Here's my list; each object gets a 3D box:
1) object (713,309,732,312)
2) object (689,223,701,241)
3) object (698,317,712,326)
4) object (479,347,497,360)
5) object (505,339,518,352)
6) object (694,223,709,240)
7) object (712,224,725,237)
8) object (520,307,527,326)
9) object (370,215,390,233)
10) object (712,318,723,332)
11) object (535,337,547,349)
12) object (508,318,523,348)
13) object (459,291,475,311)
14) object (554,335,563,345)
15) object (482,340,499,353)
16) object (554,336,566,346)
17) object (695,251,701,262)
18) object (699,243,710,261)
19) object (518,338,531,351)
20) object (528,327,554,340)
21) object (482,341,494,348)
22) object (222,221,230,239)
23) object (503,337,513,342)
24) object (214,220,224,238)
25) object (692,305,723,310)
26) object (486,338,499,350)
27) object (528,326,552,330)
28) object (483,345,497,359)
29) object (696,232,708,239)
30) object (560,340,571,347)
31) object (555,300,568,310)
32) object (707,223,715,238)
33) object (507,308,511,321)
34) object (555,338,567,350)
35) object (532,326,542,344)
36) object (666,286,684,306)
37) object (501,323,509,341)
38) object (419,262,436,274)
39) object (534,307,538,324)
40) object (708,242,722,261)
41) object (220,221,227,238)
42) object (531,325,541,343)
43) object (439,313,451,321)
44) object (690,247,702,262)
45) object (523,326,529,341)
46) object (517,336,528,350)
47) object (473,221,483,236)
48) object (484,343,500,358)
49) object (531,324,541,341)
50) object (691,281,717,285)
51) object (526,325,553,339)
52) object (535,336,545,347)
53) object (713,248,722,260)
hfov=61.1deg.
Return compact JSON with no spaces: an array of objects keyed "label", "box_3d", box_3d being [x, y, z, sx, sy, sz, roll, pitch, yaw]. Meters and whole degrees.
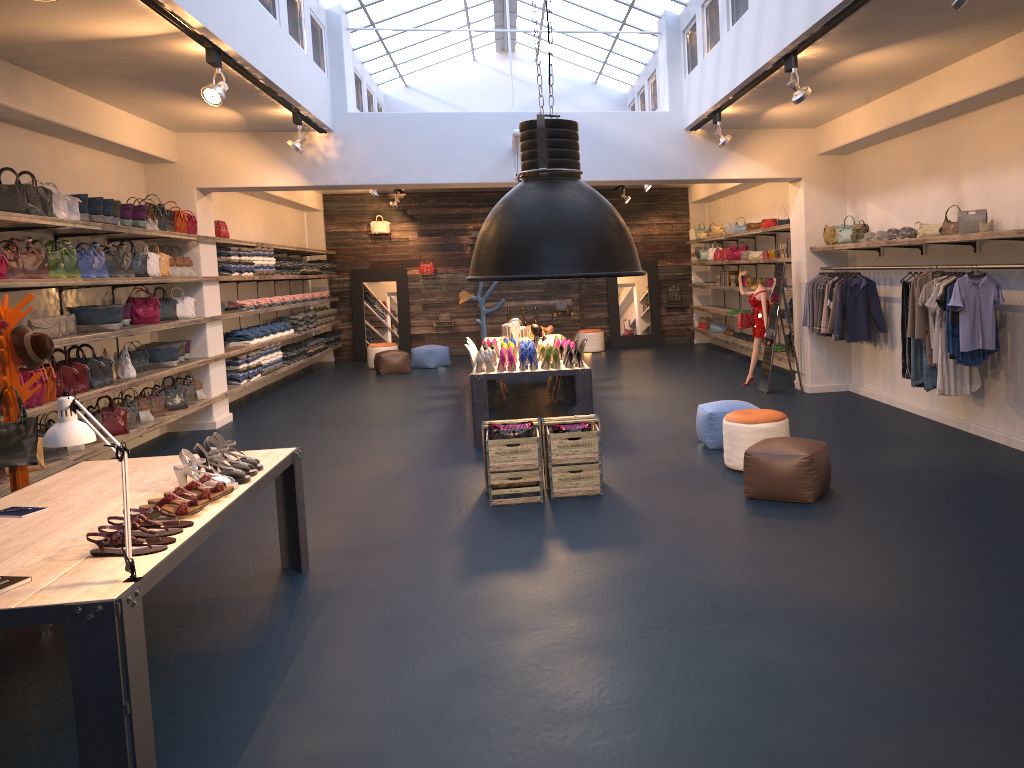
[{"label":"object","box_3d":[4.165,-1.445,17.028,0.361,0.029,0.875,-2,7,-1]},{"label":"object","box_3d":[4.112,-3.359,19.181,0.406,0.384,0.202,-1,5,17]},{"label":"object","box_3d":[4.318,-1.389,19.417,0.344,0.233,0.214,1,6,28]},{"label":"object","box_3d":[-0.280,-0.326,9.802,0.200,0.194,0.245,-2,6,5]},{"label":"object","box_3d":[-0.029,-0.476,10.902,0.210,0.194,0.233,-4,6,-12]},{"label":"object","box_3d":[4.083,-3.284,18.695,0.339,0.365,0.191,2,6,39]},{"label":"object","box_3d":[4.024,-2.976,16.813,0.217,0.233,0.339,-8,8,-44]},{"label":"object","box_3d":[0.164,-0.964,13.559,0.128,0.466,0.152,1,5,38]},{"label":"object","box_3d":[-2.779,-3.373,18.334,0.449,0.384,0.183,-4,5,-20]},{"label":"object","box_3d":[4.232,-1.203,17.803,0.256,0.281,0.103,1,5,30]},{"label":"object","box_3d":[0.383,-0.500,10.974,0.207,0.194,0.237,-3,6,-6]},{"label":"object","box_3d":[0.050,-0.674,11.554,0.212,0.410,0.192,-4,5,-16]},{"label":"object","box_3d":[-0.928,-1.716,18.021,0.344,0.439,0.348,-3,5,-8]},{"label":"object","box_3d":[0.612,-0.545,11.263,0.205,0.194,0.239,-3,6,-4]},{"label":"object","box_3d":[-0.278,-0.464,10.870,0.204,0.194,0.247,-2,6,8]},{"label":"object","box_3d":[0.617,-0.511,10.998,0.205,0.194,0.239,-3,6,-4]},{"label":"object","box_3d":[4.100,-2.739,18.571,0.386,0.231,0.193,2,7,34]},{"label":"object","box_3d":[4.047,-2.736,18.031,0.339,0.365,0.191,2,6,39]},{"label":"object","box_3d":[0.175,-0.488,10.937,0.205,0.194,0.239,-3,6,-4]},{"label":"object","box_3d":[0.416,-0.732,12.723,0.470,0.202,0.208,-5,7,-26]},{"label":"object","box_3d":[-0.284,-0.428,10.597,0.205,0.194,0.239,-3,6,-4]},{"label":"object","box_3d":[-3.828,-1.981,11.184,0.331,0.244,0.137,-4,5,-13]},{"label":"object","box_3d":[-0.042,-0.512,11.182,0.205,0.194,0.239,-3,6,-4]},{"label":"object","box_3d":[-3.829,-1.956,10.986,0.327,0.244,0.139,-3,5,-9]},{"label":"object","box_3d":[4.156,-1.628,18.471,0.357,0.024,1.851,-2,7,0]},{"label":"object","box_3d":[-0.267,-0.499,11.138,0.209,0.194,0.235,-3,6,-10]},{"label":"object","box_3d":[0.414,-0.764,12.970,0.470,0.202,0.208,-5,7,-26]},{"label":"object","box_3d":[-0.273,-0.361,10.071,0.208,0.194,0.236,-3,6,-8]},{"label":"object","box_3d":[4.057,-3.146,18.410,0.251,0.173,0.334,-8,9,-41]},{"label":"object","box_3d":[0.655,-0.444,10.473,0.201,0.194,0.244,-2,6,3]},{"label":"object","box_3d":[1.091,-1.737,19.094,0.269,0.229,0.081,-1,4,9]},{"label":"object","box_3d":[4.065,-3.111,17.611,0.111,0.298,0.271,-5,6,-31]},{"label":"object","box_3d":[-0.047,-0.953,13.526,0.138,0.466,0.142,-2,4,7]},{"label":"object","box_3d":[0.607,-0.478,10.745,0.205,0.194,0.239,-3,6,-4]},{"label":"object","box_3d":[0.346,-0.638,11.698,0.158,0.284,0.151,-3,5,-5]},{"label":"object","box_3d":[3.657,-1.988,19.530,0.366,0.459,0.229,-3,5,-7]},{"label":"object","box_3d":[-0.048,-0.664,11.804,0.179,0.334,0.193,-1,5,14]},{"label":"object","box_3d":[-1.814,-2.477,18.562,0.335,0.253,0.139,-2,5,4]},{"label":"object","box_3d":[0.392,-0.977,13.599,0.150,0.466,0.130,-5,5,-29]},{"label":"object","box_3d":[4.123,-2.678,17.500,0.210,0.384,0.390,-7,7,-41]},{"label":"object","box_3d":[-3.831,-1.968,11.081,0.325,0.244,0.140,-3,5,-6]},{"label":"object","box_3d":[0.345,-0.671,11.952,0.158,0.284,0.151,-3,5,-5]},{"label":"object","box_3d":[-1.442,-1.440,18.670,0.289,0.175,0.097,-6,6,-29]},{"label":"object","box_3d":[4.089,-2.858,19.101,0.324,0.333,0.179,2,7,40]},{"label":"object","box_3d":[0.146,-0.640,11.749,0.183,0.288,0.166,-4,5,-16]},{"label":"object","box_3d":[0.162,-0.522,11.204,0.202,0.194,0.243,-2,6,3]},{"label":"object","box_3d":[-0.679,-3.346,18.693,0.350,0.333,0.167,-2,5,4]},{"label":"object","box_3d":[-0.254,-0.397,10.343,0.201,0.194,0.244,-2,6,4]},{"label":"object","box_3d":[0.343,-0.703,12.198,0.158,0.284,0.151,-3,5,-5]},{"label":"object","box_3d":[4.208,-2.154,18.581,0.489,0.060,1.503,-2,7,-1]},{"label":"object","box_3d":[0.415,-0.798,13.237,0.465,0.202,0.210,-5,6,-21]},{"label":"object","box_3d":[0.372,-0.536,11.260,0.205,0.194,0.239,-3,6,-4]},{"label":"object","box_3d":[4.068,-2.524,16.880,0.150,0.252,0.311,-7,8,-43]}]
